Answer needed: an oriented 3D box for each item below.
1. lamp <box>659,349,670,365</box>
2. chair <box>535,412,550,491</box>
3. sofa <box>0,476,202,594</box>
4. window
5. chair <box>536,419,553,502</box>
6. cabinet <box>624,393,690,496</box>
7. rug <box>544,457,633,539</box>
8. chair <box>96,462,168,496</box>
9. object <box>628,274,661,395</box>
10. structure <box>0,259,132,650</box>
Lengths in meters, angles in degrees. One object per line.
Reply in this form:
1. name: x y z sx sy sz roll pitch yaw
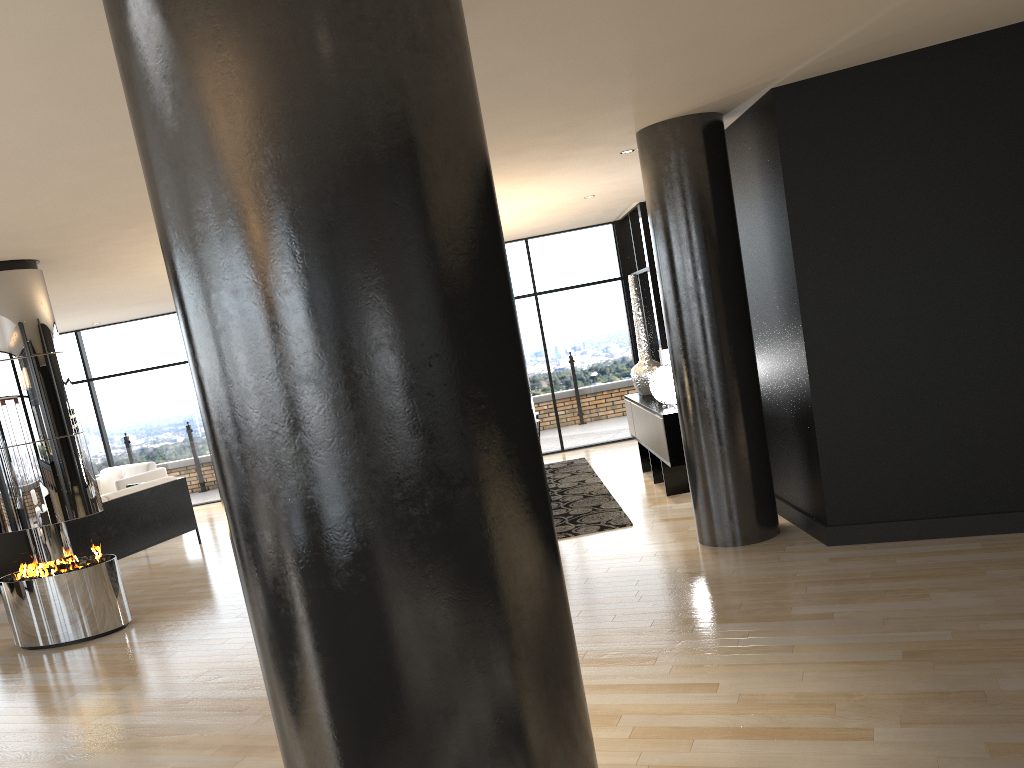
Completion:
1. lamp: 1.440 -0.087 8.086 0.133 0.471 0.122 -7 9 22
2. chair: 0.027 0.732 8.959 0.613 0.816 0.638 -12 7 -14
3. sofa: -4.183 1.521 8.751 0.842 0.812 2.002 -8 5 22
4. window: -4.278 -0.254 4.521 10.150 4.839 15.689 -10 4 9
5. chair: 0.001 0.785 8.171 0.619 0.816 0.632 -7 8 28
6. cabinet: 1.561 0.511 8.291 0.610 0.774 2.214 -10 4 0
7. rug: -0.435 1.239 8.736 2.717 0.011 3.684 -10 3 0
8. chair: -4.970 1.493 11.135 1.006 0.866 0.841 -8 7 22
9. object: 1.309 -0.496 8.915 0.344 1.223 0.338 -9 8 9
10. structure: -3.551 0.550 6.475 0.895 2.776 0.577 -9 9 10
